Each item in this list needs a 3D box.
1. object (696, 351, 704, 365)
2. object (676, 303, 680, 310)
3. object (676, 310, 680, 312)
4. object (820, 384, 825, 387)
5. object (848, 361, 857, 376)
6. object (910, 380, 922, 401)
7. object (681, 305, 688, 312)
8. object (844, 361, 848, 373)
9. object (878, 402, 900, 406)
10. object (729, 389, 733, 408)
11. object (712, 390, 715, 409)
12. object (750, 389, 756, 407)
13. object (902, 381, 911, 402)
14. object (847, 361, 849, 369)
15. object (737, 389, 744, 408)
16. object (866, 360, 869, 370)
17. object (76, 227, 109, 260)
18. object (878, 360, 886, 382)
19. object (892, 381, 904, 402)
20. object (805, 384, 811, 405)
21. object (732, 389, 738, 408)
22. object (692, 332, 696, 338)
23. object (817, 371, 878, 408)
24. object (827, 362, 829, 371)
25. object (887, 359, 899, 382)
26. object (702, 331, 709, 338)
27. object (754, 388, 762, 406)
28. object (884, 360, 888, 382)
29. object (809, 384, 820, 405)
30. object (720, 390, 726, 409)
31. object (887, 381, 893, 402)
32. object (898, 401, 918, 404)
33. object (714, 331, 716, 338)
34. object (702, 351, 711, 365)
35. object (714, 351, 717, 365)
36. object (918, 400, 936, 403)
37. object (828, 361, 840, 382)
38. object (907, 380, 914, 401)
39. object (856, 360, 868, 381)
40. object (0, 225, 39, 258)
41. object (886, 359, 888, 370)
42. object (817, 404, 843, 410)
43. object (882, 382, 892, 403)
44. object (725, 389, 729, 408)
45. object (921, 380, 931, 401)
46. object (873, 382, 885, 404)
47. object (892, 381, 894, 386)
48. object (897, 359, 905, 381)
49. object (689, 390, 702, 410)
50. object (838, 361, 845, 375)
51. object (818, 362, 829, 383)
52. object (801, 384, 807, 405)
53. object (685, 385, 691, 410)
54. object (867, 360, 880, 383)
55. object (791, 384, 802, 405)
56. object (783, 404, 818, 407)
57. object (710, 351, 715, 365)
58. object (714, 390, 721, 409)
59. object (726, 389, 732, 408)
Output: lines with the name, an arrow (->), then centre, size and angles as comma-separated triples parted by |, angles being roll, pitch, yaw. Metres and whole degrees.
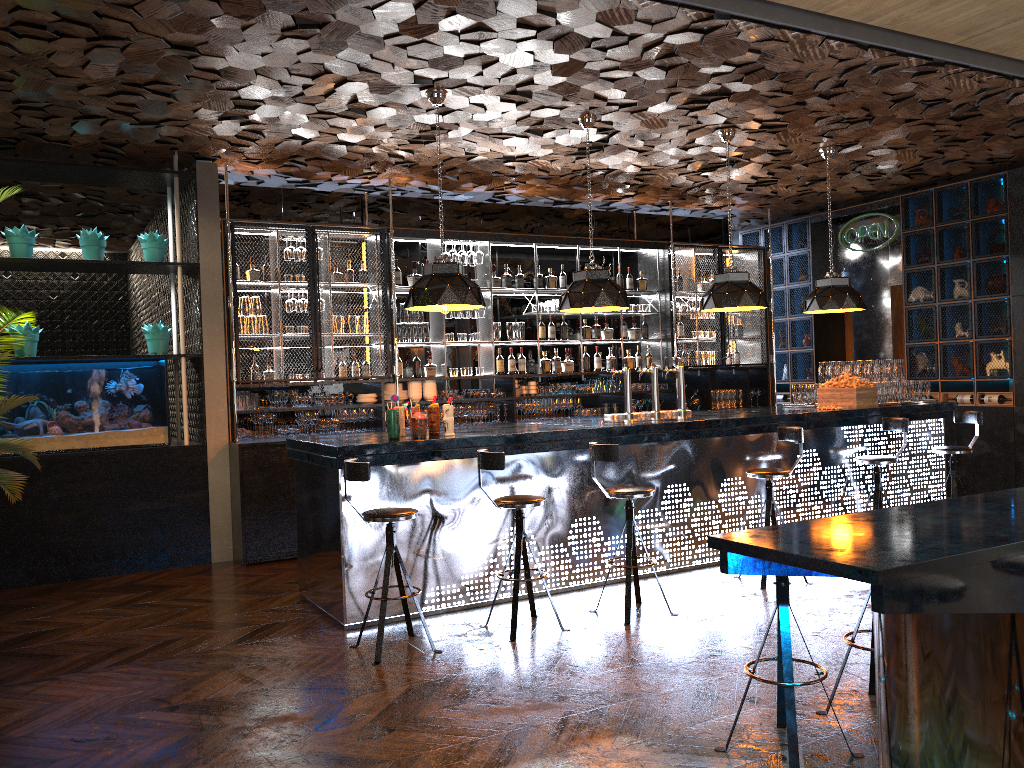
object -> 2.349, -0.301, 11.071 | 0.105, 0.209, 0.105 | -3, 1, -44
object -> 2.001, -0.939, 10.801 | 0.089, 0.092, 0.089 | -2, 0, -3
object -> 2.002, -0.918, 10.801 | 0.089, 0.092, 0.089 | -2, 0, -3
object -> 2.974, 0.103, 8.443 | 0.105, 0.209, 0.105 | -2, 1, 36
object -> 3.352, -0.123, 8.713 | 0.105, 0.209, 0.105 | -2, 0, -4
object -> 3.850, 0.071, 8.450 | 0.105, 0.209, 0.105 | -2, 1, 36
object -> 2.104, -0.923, 10.843 | 0.089, 0.092, 0.089 | -2, 0, 22
object -> 3.288, -0.122, 8.811 | 0.105, 0.209, 0.105 | -2, 0, -4
object -> 3.345, 0.186, 8.274 | 0.273, 0.019, 0.437 | -2, 1, -29
object -> 2.767, 0.181, 11.128 | 0.079, 0.231, 0.079 | -2, 1, 41
object -> 2.439, 0.195, 10.845 | 0.079, 0.231, 0.079 | -2, 0, 7
object -> 3.008, 0.174, 11.152 | 0.101, 0.227, 0.101 | -2, 1, 39
object -> 3.688, 0.076, 8.332 | 0.105, 0.209, 0.105 | -2, 0, -4
object -> 3.383, -0.126, 8.870 | 0.105, 0.209, 0.105 | -2, 0, -4
object -> 2.857, 0.178, 11.076 | 0.079, 0.231, 0.079 | -2, 1, -33
object -> 3.366, -0.121, 8.340 | 0.105, 0.209, 0.105 | -2, 0, -4
object -> -3.627, -1.197, 7.679 | 0.255, 0.325, 0.244 | -2, 0, -2
object -> 3.413, -0.122, 8.231 | 0.105, 0.209, 0.105 | -2, 0, -4
object -> 3.597, 0.080, 8.267 | 0.105, 0.209, 0.105 | -2, 0, -4
object -> 2.874, 0.107, 8.525 | 0.105, 0.209, 0.105 | -2, 0, -4
object -> 2.768, 0.181, 11.026 | 0.079, 0.231, 0.079 | -2, 0, 7
object -> 2.288, -0.606, 11.032 | 0.089, 0.092, 0.089 | -2, 1, 28
object -> 3.078, 0.045, 8.111 | 0.340, 0.332, 0.464 | -2, 0, -26
object -> 3.140, -0.116, 8.726 | 0.105, 0.209, 0.105 | -2, 0, -4
object -> 3.578, -0.129, 8.327 | 0.105, 0.209, 0.105 | -2, 0, -4
object -> 2.410, -0.610, 11.050 | 0.089, 0.092, 0.089 | -2, 1, -28
object -> 3.115, 0.170, 11.256 | 0.101, 0.227, 0.101 | -2, 1, 39
object -> 3.514, -0.127, 8.425 | 0.105, 0.209, 0.105 | -2, 0, -4
object -> 2.874, 0.108, 8.401 | 0.105, 0.209, 0.105 | -2, 1, 36
object -> 2.600, 0.188, 10.938 | 0.079, 0.231, 0.079 | -2, 1, 37
object -> 3.553, 0.081, 8.373 | 0.105, 0.209, 0.105 | -2, 0, -4
object -> 3.588, 0.176, 8.418 | 0.273, 0.019, 0.437 | -2, 1, -29
object -> 2.565, -0.616, 11.065 | 0.089, 0.092, 0.089 | -3, 1, -44
object -> 2.411, -0.302, 10.974 | 0.105, 0.209, 0.105 | -3, 1, -44
object -> 2.568, -0.310, 11.187 | 0.105, 0.209, 0.105 | -3, 1, -44
object -> 3.827, 0.166, 8.565 | 0.273, 0.019, 0.437 | -2, 1, -29
object -> 3.109, -0.113, 8.570 | 0.105, 0.209, 0.105 | -2, 0, -4
object -> 3.850, 0.070, 8.573 | 0.105, 0.209, 0.105 | -2, 0, -4
object -> 3.271, -0.117, 8.281 | 0.105, 0.209, 0.105 | -2, 0, -4
object -> -4.114, -1.177, 7.406 | 0.245, 0.325, 0.265 | -2, 0, 25
object -> 3.610, -0.131, 8.484 | 0.105, 0.209, 0.105 | -2, 0, -4
object -> 2.823, 0.208, 7.859 | 0.198, 0.045, 0.377 | -2, 0, 10
object -> 3.445, 0.086, 8.188 | 0.105, 0.209, 0.105 | -2, 0, -4
object -> 2.682, 0.184, 11.083 | 0.079, 0.231, 0.079 | -2, 1, -27
object -> 3.950, 0.067, 8.491 | 0.105, 0.209, 0.105 | -2, 1, 36
object -> 3.354, 0.090, 8.123 | 0.105, 0.209, 0.105 | -2, 0, -4
object -> 3.645, 0.077, 8.432 | 0.105, 0.209, 0.105 | -2, 0, -4
object -> 3.656, -0.132, 8.375 | 0.105, 0.209, 0.105 | -2, 0, -4
object -> 2.241, 0.194, 10.815 | 0.158, 0.248, 0.158 | -2, 1, -34
object -> 3.186, -0.116, 8.617 | 0.105, 0.209, 0.105 | -2, 0, -4
object -> 3.044, -0.112, 8.667 | 0.105, 0.209, 0.105 | -2, 0, -4
object -> 2.858, 0.106, 8.662 | 0.105, 0.209, 0.105 | -2, 0, -4
object -> 2.089, 0.167, 10.797 | 0.170, 0.313, 0.170 | -2, 1, -34
object -> 3.335, -0.119, 8.183 | 0.105, 0.209, 0.105 | -2, 0, -4
object -> 2.761, 0.110, 8.600 | 0.105, 0.209, 0.105 | -2, 0, -4
object -> 2.851, 0.203, 8.516 | 0.273, 0.019, 0.437 | -2, 1, -29
object -> 2.486, -0.306, 11.087 | 0.105, 0.209, 0.105 | -3, 1, -44
object -> 2.528, 0.191, 10.896 | 0.079, 0.231, 0.079 | -2, 1, -33
object -> 2.686, 0.185, 10.984 | 0.079, 0.231, 0.079 | -2, 0, -2
